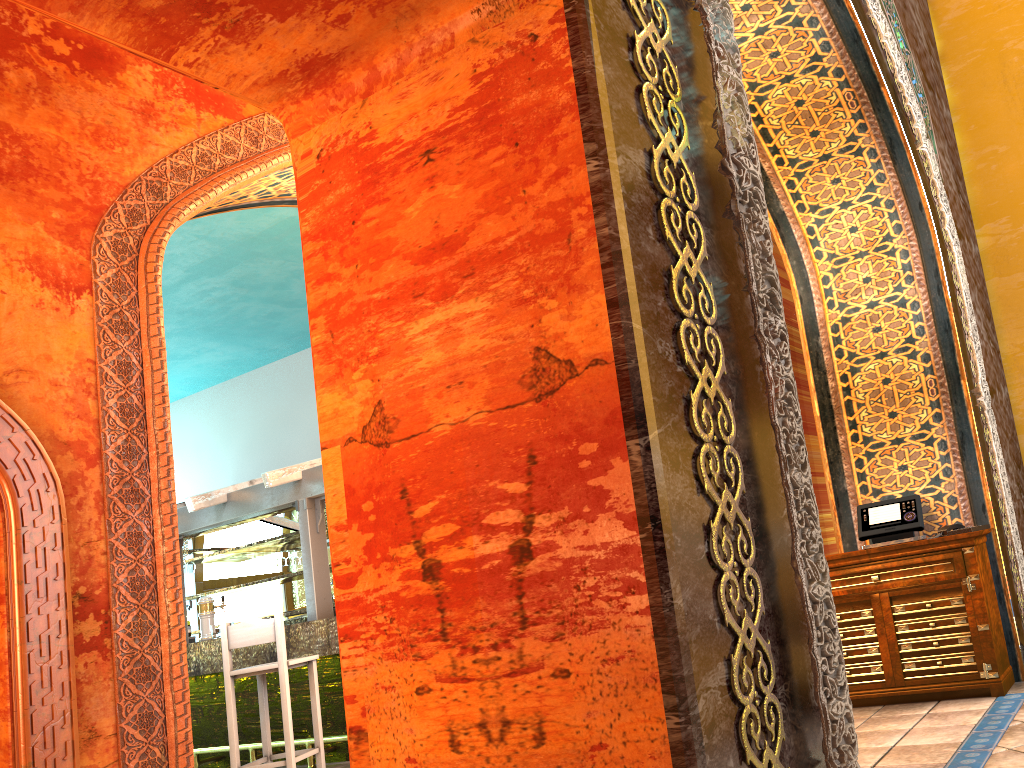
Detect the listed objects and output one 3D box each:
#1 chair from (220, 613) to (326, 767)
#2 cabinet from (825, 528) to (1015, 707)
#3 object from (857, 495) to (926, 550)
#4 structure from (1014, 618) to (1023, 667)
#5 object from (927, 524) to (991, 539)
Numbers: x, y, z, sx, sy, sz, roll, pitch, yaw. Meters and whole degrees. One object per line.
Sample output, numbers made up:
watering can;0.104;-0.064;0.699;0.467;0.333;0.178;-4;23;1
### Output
chair;-1.866;2.489;6.704;0.497;1.318;0.512;-10;-9;8
cabinet;2.634;1.651;5.884;1.361;1.038;0.548;-16;-12;30
object;2.653;0.967;5.973;0.429;0.313;0.273;-14;-11;20
structure;6.146;-0.002;5.870;5.885;3.097;2.046;-17;-13;30
object;3.011;0.985;5.741;0.449;0.085;0.292;2;-18;-40
